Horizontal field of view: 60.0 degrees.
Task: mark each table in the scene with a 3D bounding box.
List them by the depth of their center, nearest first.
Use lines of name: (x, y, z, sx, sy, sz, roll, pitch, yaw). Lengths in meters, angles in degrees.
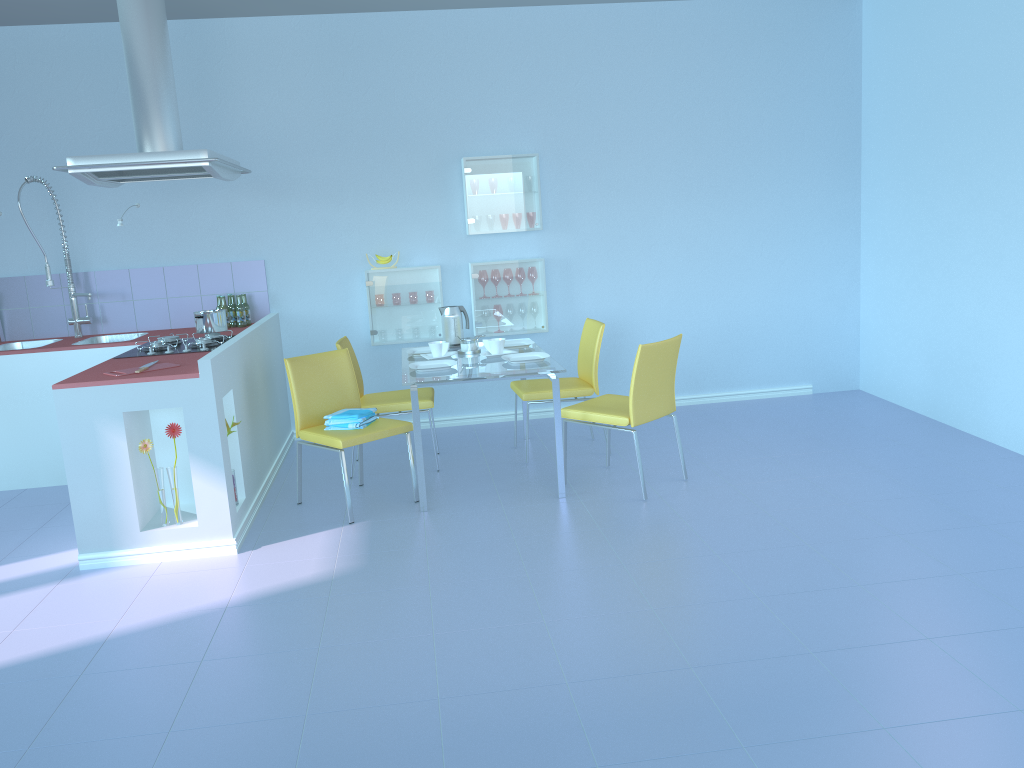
table: (-0.172, 0.156, 4.536, 0.730, 0.590, 1.173, -5, 10, -6)

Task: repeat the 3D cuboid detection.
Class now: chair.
chair: (-0.757, 0.213, 4.114, 0.387, 0.695, 0.484, -13, 14, -42)
chair: (0.524, 0.125, 4.144, 0.484, 0.695, 0.387, 5, 14, 41)
chair: (-0.657, 0.094, 4.726, 0.484, 0.695, 0.387, -4, 10, -4)
chair: (0.260, 0.021, 4.802, 0.484, 0.695, 0.387, -5, 11, -9)

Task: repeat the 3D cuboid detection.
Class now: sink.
sink: (-2.717, -0.132, 4.949, 0.326, 0.172, 0.428, -5, 10, -6)
sink: (-2.247, -0.172, 5.001, 0.326, 0.172, 0.428, -5, 10, -6)

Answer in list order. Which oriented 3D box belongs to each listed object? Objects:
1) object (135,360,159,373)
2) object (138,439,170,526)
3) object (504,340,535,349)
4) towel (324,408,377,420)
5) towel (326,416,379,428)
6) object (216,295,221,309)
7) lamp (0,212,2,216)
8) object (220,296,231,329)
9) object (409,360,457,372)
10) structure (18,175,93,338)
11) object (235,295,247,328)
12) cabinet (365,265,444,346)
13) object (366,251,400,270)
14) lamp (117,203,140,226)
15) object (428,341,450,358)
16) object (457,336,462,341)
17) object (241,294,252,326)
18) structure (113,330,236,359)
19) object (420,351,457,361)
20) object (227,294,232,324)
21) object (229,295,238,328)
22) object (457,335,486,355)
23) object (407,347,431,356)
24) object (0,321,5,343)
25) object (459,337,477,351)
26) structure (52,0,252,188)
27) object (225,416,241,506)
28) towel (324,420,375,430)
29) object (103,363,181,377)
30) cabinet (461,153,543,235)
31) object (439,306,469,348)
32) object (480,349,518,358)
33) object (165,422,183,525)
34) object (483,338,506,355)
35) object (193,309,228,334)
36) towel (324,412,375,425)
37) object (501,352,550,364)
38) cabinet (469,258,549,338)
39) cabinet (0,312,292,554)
object: (-1.527, -0.077, 3.707, 0.041, 0.009, 0.375, -5, 11, -10)
object: (-1.441, 0.399, 3.572, 0.085, 0.365, 0.050, -5, 11, -8)
object: (0.005, -0.210, 4.771, 0.228, 0.020, 0.228, -5, 11, -9)
towel: (-0.746, 0.139, 4.097, 0.195, 0.033, 0.190, 0, 11, 20)
towel: (-0.740, 0.170, 4.100, 0.195, 0.024, 0.201, 0, 11, 18)
object: (-1.695, -0.421, 5.162, 0.052, 0.190, 0.052, -13, 14, -41)
lamp: (-2.921, -0.893, 4.918, 0.037, 0.134, 0.400, -5, 10, -6)
object: (-1.656, -0.414, 5.110, 0.052, 0.190, 0.052, -13, 14, -41)
object: (-0.376, -0.085, 4.227, 0.228, 0.020, 0.228, -5, 11, -9)
structure: (-2.540, -0.709, 5.004, 0.308, 0.920, 0.178, -5, 11, -8)
object: (-1.571, -0.421, 5.130, 0.052, 0.187, 0.052, -1, 11, 12)
cabinet: (-0.645, -0.480, 5.389, 0.450, 0.450, 0.173, -5, 10, -6)
object: (-0.774, -0.742, 5.337, 0.203, 0.100, 0.077, -6, 11, -14)
lamp: (-2.162, -0.958, 5.002, 0.037, 0.134, 0.400, -5, 10, -6)
object: (-0.374, -0.169, 4.505, 0.091, 0.083, 0.111, -8, 11, -24)
object: (-0.252, -0.216, 4.626, 0.077, 0.079, 0.023, -13, 14, -41)
object: (-1.563, -0.434, 5.198, 0.052, 0.187, 0.052, -1, 11, 12)
structure: (-1.623, -0.208, 4.379, 0.500, 0.047, 0.600, -5, 10, -6)
object: (-0.359, -0.139, 4.517, 0.190, 0.020, 0.194, -7, 11, -15)
object: (-1.649, -0.434, 5.216, 0.052, 0.190, 0.052, -13, 14, -41)
object: (-1.620, -0.424, 5.164, 0.052, 0.187, 0.052, -1, 11, 12)
object: (-0.206, -0.206, 4.655, 0.166, 0.081, 0.123, -6, 11, -15)
object: (-0.447, -0.173, 4.728, 0.228, 0.020, 0.228, -5, 10, -4)
object: (-3.026, -0.335, 5.134, 0.100, 0.200, 0.109, -5, 10, -6)
object: (-0.227, -0.203, 4.649, 0.087, 0.071, 0.090, -13, 14, -41)
structure: (-1.694, -1.433, 4.153, 0.695, 0.962, 0.895, -5, 10, -6)
object: (-1.225, 0.318, 3.773, 0.067, 0.423, 0.229, 1, 11, 24)
towel: (-0.745, 0.185, 4.100, 0.195, 0.024, 0.201, -1, 11, 13)
object: (-1.522, -0.060, 3.652, 0.151, 0.006, 0.269, 7, 15, 45)
cabinet: (-0.059, -1.142, 5.346, 0.450, 0.450, 0.173, -5, 10, -6)
object: (-0.327, -0.321, 4.931, 0.132, 0.222, 0.146, 4, 13, 35)
object: (-0.090, -0.151, 4.488, 0.190, 0.020, 0.194, -9, 11, -25)
object: (-1.351, 0.363, 3.563, 0.090, 0.427, 0.054, 1, 12, 25)
object: (-0.080, -0.186, 4.490, 0.091, 0.083, 0.111, -11, 13, -34)
object: (-1.539, -0.320, 4.531, 0.157, 0.106, 0.170, -8, 11, -23)
towel: (-0.745, 0.155, 4.097, 0.195, 0.027, 0.192, -1, 11, 14)
object: (0.066, -0.124, 4.284, 0.228, 0.020, 0.228, -5, 11, -9)
cabinet: (-0.020, -0.533, 5.458, 0.450, 0.450, 0.173, -5, 10, -6)
cabinet: (-2.353, 0.234, 4.298, 2.200, 0.800, 2.139, -5, 10, -6)
